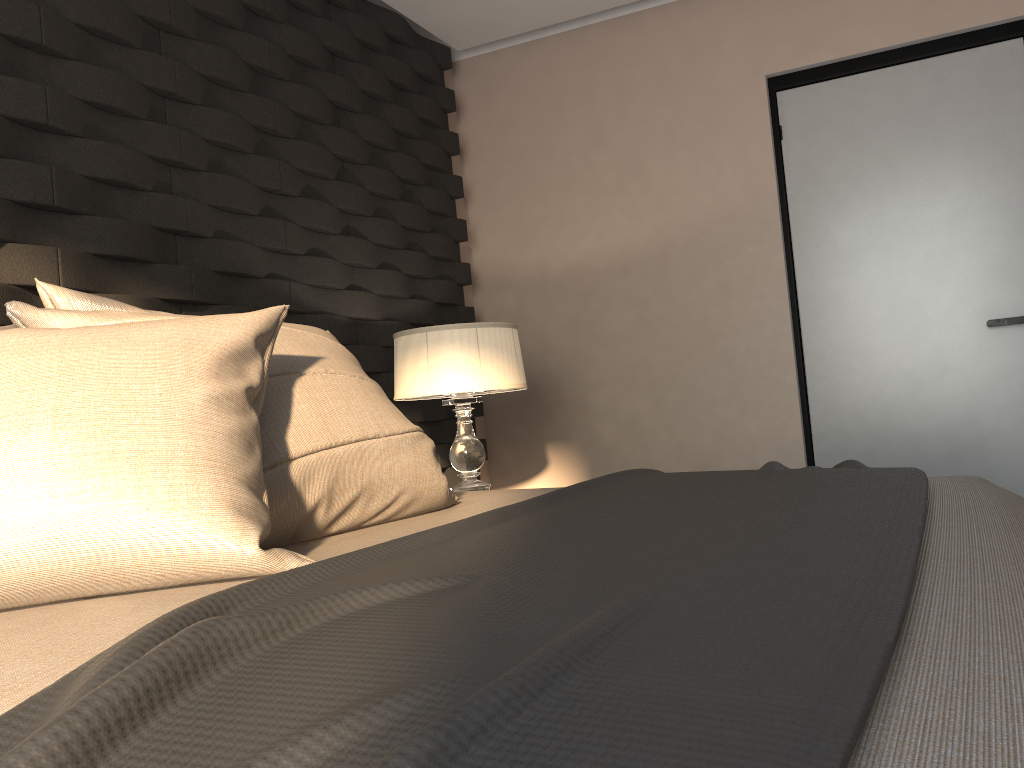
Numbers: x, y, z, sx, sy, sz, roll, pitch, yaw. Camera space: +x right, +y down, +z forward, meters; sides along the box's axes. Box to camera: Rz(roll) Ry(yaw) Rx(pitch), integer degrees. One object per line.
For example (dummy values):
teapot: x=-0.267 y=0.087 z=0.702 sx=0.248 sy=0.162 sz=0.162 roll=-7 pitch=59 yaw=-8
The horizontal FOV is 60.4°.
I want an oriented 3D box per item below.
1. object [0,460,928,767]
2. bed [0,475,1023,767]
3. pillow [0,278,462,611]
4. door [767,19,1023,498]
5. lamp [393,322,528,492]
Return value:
object: x=0.268 y=0.315 z=1.238 sx=0.595 sy=0.322 sz=2.132 roll=-6 pitch=-2 yaw=26
bed: x=-0.118 y=0.536 z=1.396 sx=2.205 sy=0.624 sz=2.382 roll=-6 pitch=-2 yaw=25
pillow: x=-0.535 y=0.021 z=1.521 sx=0.863 sy=0.518 sz=1.310 roll=-6 pitch=-2 yaw=27
door: x=1.619 y=-0.288 z=3.488 sx=0.961 sy=2.093 sz=0.160 roll=-6 pitch=-2 yaw=23
lamp: x=-0.168 y=0.126 z=3.081 sx=0.479 sy=0.631 sz=0.453 roll=-5 pitch=-2 yaw=-13
